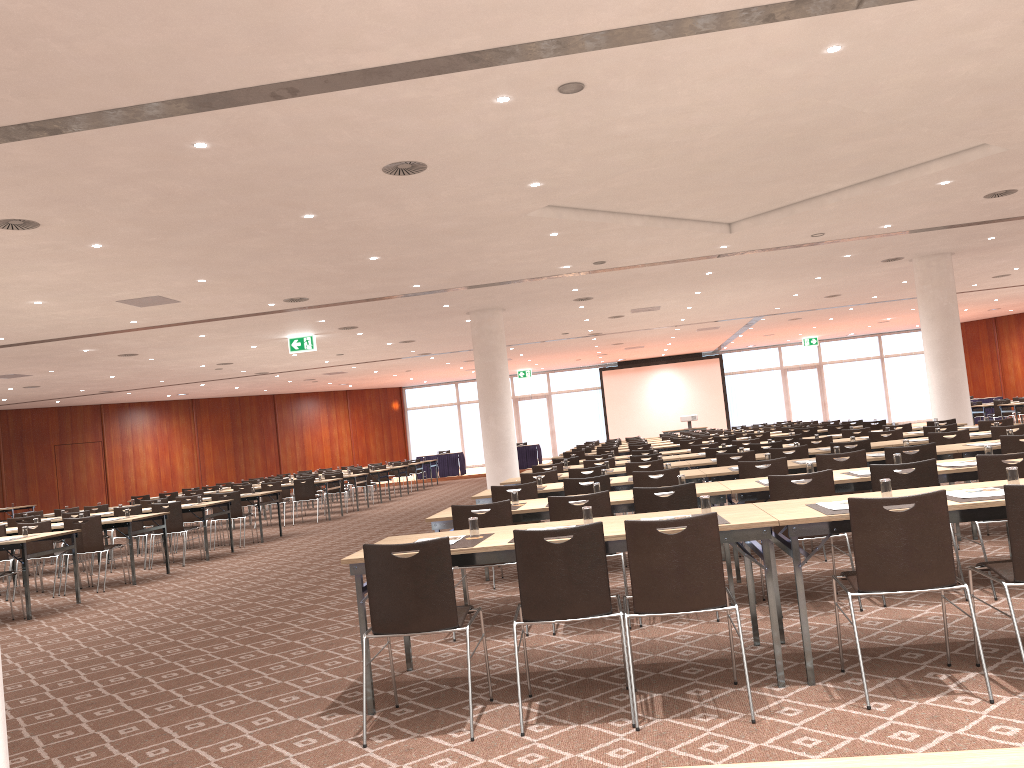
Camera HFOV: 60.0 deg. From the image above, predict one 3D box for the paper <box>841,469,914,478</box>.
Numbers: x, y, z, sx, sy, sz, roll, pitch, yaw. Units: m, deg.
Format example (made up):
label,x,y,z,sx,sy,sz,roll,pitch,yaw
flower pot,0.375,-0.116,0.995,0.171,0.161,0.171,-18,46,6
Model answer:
label,x,y,z,sx,sy,sz,roll,pitch,yaw
paper,2.745,0.654,6.587,0.460,0.003,0.565,-6,-3,6

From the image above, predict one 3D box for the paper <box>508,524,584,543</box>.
label,x,y,z,sx,sy,sz,roll,pitch,yaw
paper,0.249,0.819,4.891,0.460,0.003,0.565,-7,-3,9

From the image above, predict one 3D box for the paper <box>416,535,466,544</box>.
label,x,y,z,sx,sy,sz,roll,pitch,yaw
paper,-0.435,0.896,5.043,0.283,0.006,0.398,-6,-3,7

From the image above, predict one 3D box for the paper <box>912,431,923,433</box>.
label,x,y,z,sx,sy,sz,roll,pitch,yaw
paper,5.695,0.669,12.330,0.283,0.006,0.398,-6,-3,7

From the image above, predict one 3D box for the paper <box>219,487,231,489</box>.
label,x,y,z,sx,sy,sz,roll,pitch,yaw
paper,-6.935,2.514,21.387,0.460,0.003,0.565,-6,-3,5

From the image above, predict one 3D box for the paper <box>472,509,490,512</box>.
label,x,y,z,sx,sy,sz,roll,pitch,yaw
paper,-0.182,0.983,7.037,0.283,0.006,0.398,-6,-3,8

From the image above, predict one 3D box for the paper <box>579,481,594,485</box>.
label,x,y,z,sx,sy,sz,roll,pitch,yaw
paper,0.722,0.996,8.922,0.283,0.006,0.398,-6,-3,6

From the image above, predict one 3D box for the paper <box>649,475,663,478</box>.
label,x,y,z,sx,sy,sz,roll,pitch,yaw
paper,1.359,0.924,8.839,0.283,0.006,0.398,-6,-3,4

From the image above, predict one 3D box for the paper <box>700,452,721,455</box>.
label,x,y,z,sx,sy,sz,roll,pitch,yaw
paper,2.828,0.990,12.692,0.283,0.006,0.398,-6,-3,5

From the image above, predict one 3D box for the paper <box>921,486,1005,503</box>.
label,x,y,z,sx,sy,sz,roll,pitch,yaw
paper,2.468,0.571,4.620,0.460,0.003,0.565,-6,-3,7

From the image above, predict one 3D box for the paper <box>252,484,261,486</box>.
label,x,y,z,sx,sy,sz,roll,pitch,yaw
paper,-6.271,2.441,21.325,0.460,0.003,0.565,-6,-3,8

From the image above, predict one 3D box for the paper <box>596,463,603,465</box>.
label,x,y,z,sx,sy,sz,roll,pitch,yaw
paper,1.197,1.173,12.893,0.283,0.006,0.398,-6,-3,7

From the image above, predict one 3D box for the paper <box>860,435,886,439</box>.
label,x,y,z,sx,sy,sz,roll,pitch,yaw
paper,5.108,0.734,12.328,0.460,0.003,0.565,-6,-3,6

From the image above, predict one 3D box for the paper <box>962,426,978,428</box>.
label,x,y,z,sx,sy,sz,roll,pitch,yaw
paper,6.369,0.593,12.250,0.283,0.006,0.398,-6,-3,8

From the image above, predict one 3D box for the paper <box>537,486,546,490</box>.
label,x,y,z,sx,sy,sz,roll,pitch,yaw
paper,0.106,1.064,8.913,0.460,0.003,0.565,-6,-3,6

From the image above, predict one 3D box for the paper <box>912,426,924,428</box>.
label,x,y,z,sx,sy,sz,roll,pitch,yaw
paper,6.586,0.683,14.219,0.283,0.006,0.398,-6,-3,5

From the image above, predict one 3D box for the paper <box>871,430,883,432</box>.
label,x,y,z,sx,sy,sz,roll,pitch,yaw
paper,5.935,0.758,14.330,0.283,0.006,0.398,-7,-3,9

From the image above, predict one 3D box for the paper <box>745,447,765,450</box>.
label,x,y,z,sx,sy,sz,roll,pitch,yaw
paper,3.463,0.919,12.617,0.283,0.006,0.398,-7,-3,11

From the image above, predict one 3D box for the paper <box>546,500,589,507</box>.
label,x,y,z,sx,sy,sz,roll,pitch,yaw
paper,0.506,0.906,6.875,0.460,0.003,0.565,-6,-3,6

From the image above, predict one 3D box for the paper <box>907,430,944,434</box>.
label,x,y,z,sx,sy,sz,roll,pitch,yaw
paper,5.769,0.662,12.274,0.460,0.003,0.565,-6,-3,6

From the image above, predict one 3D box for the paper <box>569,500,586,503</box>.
label,x,y,z,sx,sy,sz,roll,pitch,yaw
paper,0.446,0.913,6.958,0.283,0.006,0.398,-6,-3,7

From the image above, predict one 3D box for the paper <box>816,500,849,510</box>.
label,x,y,z,sx,sy,sz,roll,pitch,yaw
paper,1.818,0.643,4.750,0.283,0.006,0.398,-6,-3,5

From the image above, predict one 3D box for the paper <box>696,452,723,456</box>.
label,x,y,z,sx,sy,sz,roll,pitch,yaw
paper,2.878,0.984,12.602,0.460,0.003,0.565,-6,-3,4

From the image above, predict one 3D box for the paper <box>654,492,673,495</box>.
label,x,y,z,sx,sy,sz,roll,pitch,yaw
paper,1.097,0.838,6.850,0.283,0.006,0.398,-6,-3,8

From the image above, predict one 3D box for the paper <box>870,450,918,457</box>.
label,x,y,z,sx,sy,sz,roll,pitch,yaw
paper,3.659,0.668,8.502,0.460,0.003,0.565,-7,-3,10

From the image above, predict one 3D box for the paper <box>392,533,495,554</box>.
label,x,y,z,sx,sy,sz,roll,pitch,yaw
paper,-0.378,0.888,4.949,0.460,0.003,0.565,-7,-3,10

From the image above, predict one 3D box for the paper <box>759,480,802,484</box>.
label,x,y,z,sx,sy,sz,roll,pitch,yaw
paper,2.048,0.733,6.752,0.283,0.006,0.398,-6,-3,8

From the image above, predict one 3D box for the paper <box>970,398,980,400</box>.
label,x,y,z,sx,sy,sz,roll,pitch,yaw
paper,15.735,0.512,30.221,0.460,0.003,0.565,-6,-3,7

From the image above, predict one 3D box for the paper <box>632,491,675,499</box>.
label,x,y,z,sx,sy,sz,roll,pitch,yaw
paper,1.168,0.832,6.808,0.460,0.003,0.565,-7,-3,10

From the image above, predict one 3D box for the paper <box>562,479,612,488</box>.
label,x,y,z,sx,sy,sz,roll,pitch,yaw
paper,0.760,0.993,8.881,0.460,0.003,0.565,-7,-3,10

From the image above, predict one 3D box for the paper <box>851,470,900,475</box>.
label,x,y,z,sx,sy,sz,roll,pitch,yaw
paper,2.725,0.657,6.661,0.283,0.006,0.398,-6,-3,8

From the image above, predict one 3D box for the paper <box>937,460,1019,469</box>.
label,x,y,z,sx,sy,sz,roll,pitch,yaw
paper,3.378,0.584,6.518,0.460,0.003,0.565,-6,-3,7

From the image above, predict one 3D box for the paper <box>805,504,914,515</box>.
label,x,y,z,sx,sy,sz,roll,pitch,yaw
paper,1.834,0.640,4.668,0.460,0.003,0.565,-6,-3,7

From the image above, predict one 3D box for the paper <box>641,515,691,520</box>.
label,x,y,z,sx,sy,sz,roll,pitch,yaw
paper,0.849,0.752,4.885,0.283,0.006,0.398,-6,-3,9

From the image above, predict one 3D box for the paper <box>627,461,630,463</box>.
label,x,y,z,sx,sy,sz,roll,pitch,yaw
paper,1.891,1.094,12.731,0.460,0.003,0.565,-6,-3,4

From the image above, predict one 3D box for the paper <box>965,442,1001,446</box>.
label,x,y,z,sx,sy,sz,roll,pitch,yaw
paper,4.542,0.568,8.449,0.283,0.006,0.398,-6,-3,8

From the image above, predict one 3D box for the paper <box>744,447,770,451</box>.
label,x,y,z,sx,sy,sz,roll,pitch,yaw
paper,3.504,0.913,12.523,0.460,0.003,0.565,-6,-3,8

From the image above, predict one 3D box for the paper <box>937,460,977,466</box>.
label,x,y,z,sx,sy,sz,roll,pitch,yaw
paper,3.343,0.588,6.588,0.283,0.006,0.398,-6,-3,7

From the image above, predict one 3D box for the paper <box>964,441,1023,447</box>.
label,x,y,z,sx,sy,sz,roll,pitch,yaw
paper,4.600,0.562,8.374,0.460,0.003,0.565,-6,-3,7

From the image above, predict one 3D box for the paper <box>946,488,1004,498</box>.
label,x,y,z,sx,sy,sz,roll,pitch,yaw
paper,2.455,0.572,4.672,0.283,0.006,0.398,-6,-3,8

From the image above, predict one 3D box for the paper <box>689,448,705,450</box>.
label,x,y,z,sx,sy,sz,roll,pitch,yaw
paper,3.065,1.078,14.668,0.283,0.006,0.398,-6,-3,7

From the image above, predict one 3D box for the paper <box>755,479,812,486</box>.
label,x,y,z,sx,sy,sz,roll,pitch,yaw
paper,2.100,0.726,6.662,0.460,0.003,0.565,-6,-3,7

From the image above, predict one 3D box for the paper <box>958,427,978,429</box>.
label,x,y,z,sx,sy,sz,roll,pitch,yaw
paper,6.366,0.592,12.158,0.460,0.003,0.565,-6,-3,8

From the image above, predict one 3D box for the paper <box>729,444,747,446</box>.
label,x,y,z,sx,sy,sz,roll,pitch,yaw
paper,3.710,1.006,14.602,0.283,0.006,0.398,-6,-3,6

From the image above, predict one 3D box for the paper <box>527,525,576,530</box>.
label,x,y,z,sx,sy,sz,roll,pitch,yaw
paper,0.197,0.825,4.962,0.283,0.006,0.398,-7,-3,10

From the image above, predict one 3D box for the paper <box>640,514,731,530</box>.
label,x,y,z,sx,sy,sz,roll,pitch,yaw
paper,0.906,0.745,4.799,0.460,0.003,0.565,-6,-3,5

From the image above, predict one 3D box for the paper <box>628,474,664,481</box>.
label,x,y,z,sx,sy,sz,roll,pitch,yaw
paper,1.382,0.922,8.777,0.460,0.003,0.565,-6,-3,8

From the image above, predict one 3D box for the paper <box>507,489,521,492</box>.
label,x,y,z,sx,sy,sz,roll,pitch,yaw
paper,0.082,1.067,8.997,0.283,0.006,0.398,-6,-3,9

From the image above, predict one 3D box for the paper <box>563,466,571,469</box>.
label,x,y,z,sx,sy,sz,roll,pitch,yaw
paper,0.616,1.239,12.917,0.460,0.003,0.565,-6,-3,6

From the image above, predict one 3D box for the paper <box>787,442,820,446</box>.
label,x,y,z,sx,sy,sz,roll,pitch,yaw
paper,4.133,0.844,12.466,0.460,0.003,0.565,-6,-3,6

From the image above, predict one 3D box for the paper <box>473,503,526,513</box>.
label,x,y,z,sx,sy,sz,roll,pitch,yaw
paper,-0.148,0.979,6.965,0.460,0.003,0.565,-6,-3,9

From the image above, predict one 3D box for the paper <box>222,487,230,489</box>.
label,x,y,z,sx,sy,sz,roll,pitch,yaw
paper,-6.961,2.517,21.463,0.283,0.006,0.398,-6,-3,4

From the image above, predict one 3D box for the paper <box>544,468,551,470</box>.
label,x,y,z,sx,sy,sz,roll,pitch,yaw
paper,0.597,1.240,12.972,0.283,0.006,0.398,-7,-3,9

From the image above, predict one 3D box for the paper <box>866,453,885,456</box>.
label,x,y,z,sx,sy,sz,roll,pitch,yaw
paper,3.579,0.675,8.548,0.283,0.006,0.398,-6,-3,6
